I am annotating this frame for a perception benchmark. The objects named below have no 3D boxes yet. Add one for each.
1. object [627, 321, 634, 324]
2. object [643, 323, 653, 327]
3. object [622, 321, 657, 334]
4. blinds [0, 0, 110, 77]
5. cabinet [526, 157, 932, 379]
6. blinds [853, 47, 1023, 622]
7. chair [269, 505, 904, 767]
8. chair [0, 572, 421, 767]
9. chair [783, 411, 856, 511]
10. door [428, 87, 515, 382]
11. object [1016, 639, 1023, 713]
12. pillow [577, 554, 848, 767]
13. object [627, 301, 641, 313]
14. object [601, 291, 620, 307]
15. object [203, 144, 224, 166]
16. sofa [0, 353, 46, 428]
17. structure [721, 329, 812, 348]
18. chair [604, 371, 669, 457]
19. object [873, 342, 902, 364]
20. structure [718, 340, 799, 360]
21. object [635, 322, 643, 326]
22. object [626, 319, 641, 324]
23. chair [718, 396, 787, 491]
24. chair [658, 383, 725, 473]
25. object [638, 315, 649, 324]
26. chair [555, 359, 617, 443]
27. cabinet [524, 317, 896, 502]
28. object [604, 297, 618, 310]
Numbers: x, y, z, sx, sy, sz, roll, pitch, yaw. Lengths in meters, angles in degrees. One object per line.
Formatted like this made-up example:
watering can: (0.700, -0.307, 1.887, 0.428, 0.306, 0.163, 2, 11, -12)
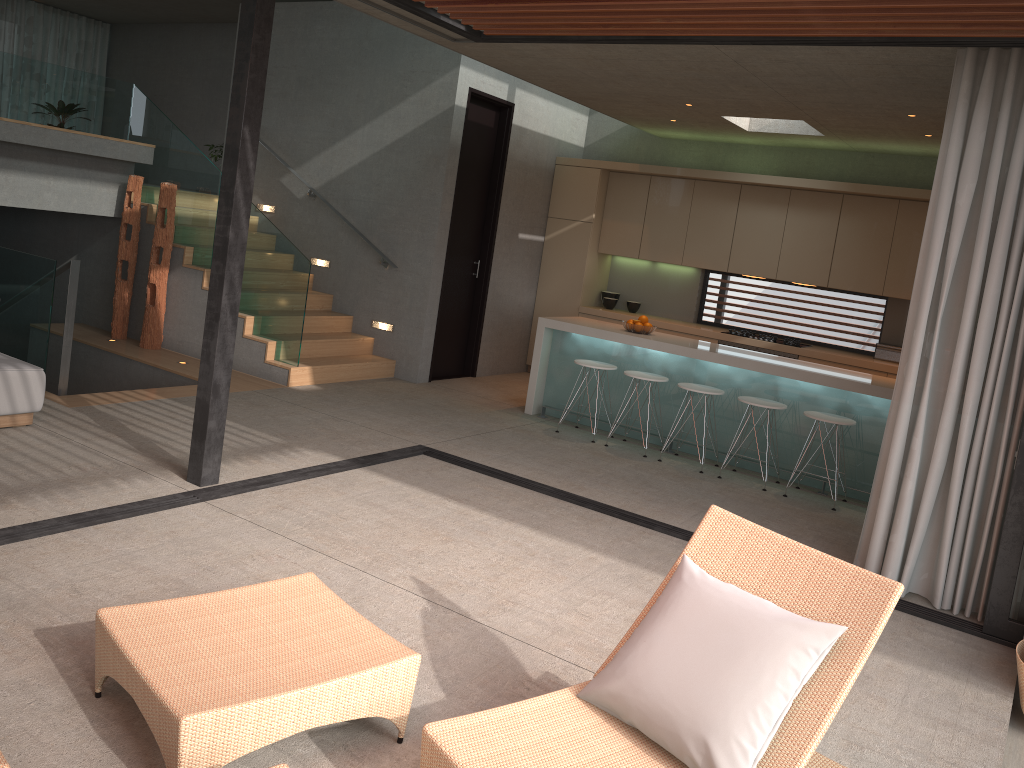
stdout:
object: (1.059, -0.519, 7.902, 0.080, 0.080, 0.082, 4, 9, -29)
object: (1.209, -0.501, 7.884, 0.095, 0.093, 0.094, 11, 8, 20)
object: (1.139, -0.502, 7.939, 0.318, 0.081, 0.316, 14, 11, 31)
blinds: (-8.501, -5.064, 14.552, 0.225, 2.706, 3.854, 11, 9, 31)
cabinet: (3.240, -0.579, 8.142, 7.532, 2.547, 1.967, 14, 9, 32)
blinds: (2.463, -0.263, 4.587, 0.891, 2.912, 0.229, 11, 6, 29)
chair: (-0.032, 0.890, 2.120, 2.289, 0.821, 0.708, 1, 10, -39)
chair: (-1.338, 0.674, 2.270, 2.291, 0.821, 0.708, 0, 11, -43)
chair: (2.295, 0.548, 6.533, 0.385, 0.619, 0.382, 12, 7, 32)
door: (-1.118, -0.433, 6.820, 15.333, 4.442, 5.825, 9, 8, 4)
object: (2.510, 1.394, 3.776, 0.685, 0.298, 0.446, 14, 10, 31)
pillow: (0.572, 0.825, 2.596, 0.426, 0.424, 0.615, 2, 10, -40)
object: (1.411, -0.892, 10.289, 0.170, 0.126, 0.170, 11, 9, 18)
object: (1.160, -0.995, 10.491, 0.226, 0.186, 0.227, 10, 8, 9)
object: (-3.521, -3.008, 12.241, 1.426, 1.202, 1.249, 5, 8, -25)
sofa: (-3.818, -0.236, 5.508, 1.609, 0.727, 1.014, 14, 10, 32)
structure: (2.660, -0.460, 9.245, 0.845, 0.090, 0.464, 14, 11, 32)
chair: (1.063, 0.233, 7.318, 0.385, 0.619, 0.382, 12, 7, 32)
object: (3.834, -0.293, 8.773, 0.403, 0.159, 0.240, 14, 10, 32)
structure: (2.479, -0.130, 9.064, 0.835, 0.497, 0.079, 14, 7, 32)
object: (1.124, -0.505, 7.849, 0.087, 0.086, 0.087, 11, 8, 22)
object: (1.085, -0.532, 7.949, 0.096, 0.099, 0.176, 7, 9, -13)
chair: (1.875, 0.441, 6.801, 0.385, 0.619, 0.382, 12, 7, 32)
chair: (1.461, 0.335, 7.063, 0.385, 0.619, 0.382, 12, 7, 32)
object: (1.180, -0.570, 7.948, 0.094, 0.093, 0.096, 3, 9, -38)
chair: (0.670, 0.132, 7.570, 0.385, 0.619, 0.382, 12, 7, 32)
cabinet: (2.103, 0.240, 7.342, 4.155, 0.892, 0.801, 14, 9, 32)
object: (1.143, -0.933, 10.302, 0.170, 0.126, 0.170, 11, 9, 18)
